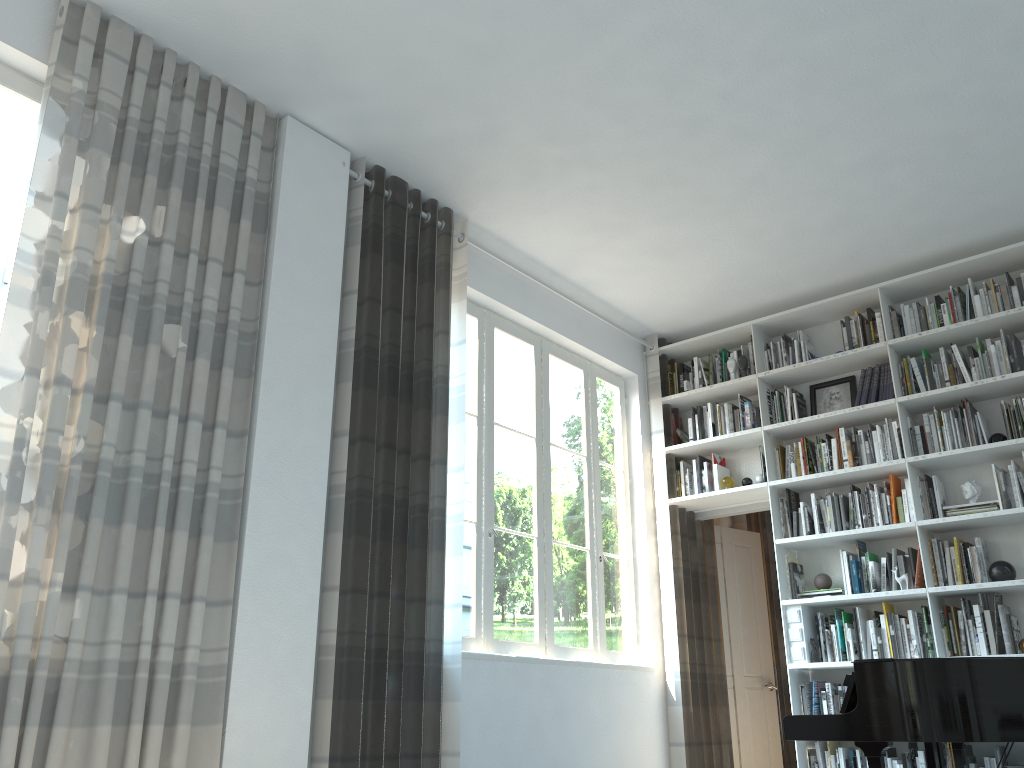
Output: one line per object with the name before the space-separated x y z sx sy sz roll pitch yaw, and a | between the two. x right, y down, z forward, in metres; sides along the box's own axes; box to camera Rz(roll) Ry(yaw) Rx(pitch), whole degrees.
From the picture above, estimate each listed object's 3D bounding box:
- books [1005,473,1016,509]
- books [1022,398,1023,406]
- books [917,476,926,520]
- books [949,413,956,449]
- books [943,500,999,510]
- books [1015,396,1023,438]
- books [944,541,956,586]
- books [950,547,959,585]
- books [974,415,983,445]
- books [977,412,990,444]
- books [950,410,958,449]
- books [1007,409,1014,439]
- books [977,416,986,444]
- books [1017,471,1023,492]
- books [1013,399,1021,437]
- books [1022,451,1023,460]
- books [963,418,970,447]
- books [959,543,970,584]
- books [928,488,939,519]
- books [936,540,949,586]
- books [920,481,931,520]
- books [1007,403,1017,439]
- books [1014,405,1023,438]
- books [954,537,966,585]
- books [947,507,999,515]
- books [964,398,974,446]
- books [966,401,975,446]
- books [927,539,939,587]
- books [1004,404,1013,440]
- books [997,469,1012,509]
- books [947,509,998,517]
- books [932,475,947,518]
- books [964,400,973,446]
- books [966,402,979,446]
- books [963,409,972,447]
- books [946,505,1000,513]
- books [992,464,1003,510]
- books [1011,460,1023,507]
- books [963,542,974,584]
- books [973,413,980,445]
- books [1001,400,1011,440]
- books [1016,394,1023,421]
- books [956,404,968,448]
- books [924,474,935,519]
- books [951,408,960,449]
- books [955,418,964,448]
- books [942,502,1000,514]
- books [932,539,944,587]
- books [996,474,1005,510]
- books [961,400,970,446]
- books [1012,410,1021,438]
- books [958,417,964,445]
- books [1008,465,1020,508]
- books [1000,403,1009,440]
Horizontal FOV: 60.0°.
books | 2.771 0.617 4.890 0.024 0.226 0.138 -16 -26 37
books | 2.868 0.217 4.897 0.013 0.243 0.189 -16 -26 37
books | 2.413 0.693 5.169 0.012 0.284 0.160 -16 -26 37
books | 2.586 0.308 5.148 0.011 0.255 0.152 -16 -26 37
books | 2.596 0.694 4.994 0.285 0.012 0.160 -14 -25 33
books | 2.851 0.218 4.944 0.005 0.274 0.157 -16 -26 37
books | 2.473 1.024 4.979 0.036 0.262 0.167 -16 -26 37
books | 2.499 1.034 4.957 0.025 0.227 0.153 -16 -26 37
books | 2.690 0.299 5.072 0.012 0.217 0.151 -16 -26 37
books | 2.703 0.284 5.053 0.031 0.231 0.148 -16 -26 37
books | 2.583 0.299 5.132 0.009 0.260 0.180 -16 -26 37
books | 2.816 0.259 4.968 0.013 0.215 0.150 -16 -26 37
books | 2.695 0.300 5.064 0.004 0.208 0.132 -16 -26 37
books | 2.819 0.599 4.840 0.048 0.224 0.150 -16 -26 37
books | 2.847 0.228 4.958 0.009 0.265 0.150 -16 -26 37
books | 2.836 0.541 4.835 0.010 0.328 0.174 -16 -26 37
books | 2.643 0.315 5.113 0.012 0.216 0.133 -16 -26 37
books | 2.535 1.016 4.932 0.014 0.243 0.153 -16 -26 37
books | 2.458 0.716 5.123 0.034 0.209 0.136 -16 -26 37
books | 2.454 1.028 5.004 0.026 0.274 0.155 -16 -26 37
books | 2.423 0.701 5.150 0.024 0.256 0.134 -16 -26 37
books | 2.806 0.240 4.947 0.005 0.235 0.179 -16 -26 37
books | 2.833 0.241 4.921 0.006 0.215 0.181 -16 -26 37
books | 2.506 1.001 4.934 0.026 0.273 0.190 -16 -26 37
books | 2.595 0.727 4.980 0.254 0.012 0.161 -14 -25 32
books | 2.658 0.253 5.110 0.005 0.329 0.162 -16 -26 37
books | 2.661 0.263 5.101 0.005 0.304 0.163 -16 -26 37
books | 2.414 1.037 5.043 0.012 0.284 0.160 -16 -26 37
books | 2.798 0.245 4.965 0.005 0.239 0.174 -16 -26 37
books | 2.732 0.606 4.889 0.030 0.246 0.174 -16 -26 37
books | 2.596 0.739 4.977 0.254 0.012 0.161 -14 -25 33
books | 2.475 0.676 5.114 0.021 0.276 0.137 -16 -26 37
books | 2.656 0.262 5.112 0.005 0.315 0.157 -16 -26 37
books | 2.658 0.264 5.076 0.011 0.286 0.189 -16 -26 37
books | 2.642 0.286 5.098 0.010 0.260 0.158 -16 -26 37
books | 2.598 0.717 4.987 0.254 0.012 0.161 -15 -25 34
books | 2.712 0.597 4.918 0.012 0.284 0.160 -16 -26 37
books | 2.785 0.573 4.857 0.012 0.285 0.167 -16 -26 37
books | 2.561 1.014 4.932 0.028 0.246 0.143 -16 -26 37
books | 2.687 0.294 5.086 0.009 0.236 0.135 -16 -26 37
books | 2.805 0.239 4.998 0.012 0.274 0.129 -16 -26 37
books | 2.872 0.211 4.943 0.033 0.286 0.155 -16 -26 37
books | 2.619 0.276 5.114 0.011 0.290 0.177 -16 -26 37
books | 2.447 0.683 5.159 0.011 0.296 0.136 -16 -26 37
books | 2.594 0.290 5.133 0.011 0.278 0.169 -16 -26 37
books | 2.598 0.318 5.110 0.011 0.208 0.181 -16 -26 37
books | 2.599 0.706 4.993 0.285 0.012 0.160 -18 -27 38
books | 2.432 1.028 5.018 0.025 0.283 0.145 -16 -26 37
books | 2.729 0.623 4.912 0.010 0.231 0.155 -16 -26 37
books | 2.642 0.262 5.118 0.004 0.319 0.153 -16 -26 37
books | 2.834 0.259 4.946 0.011 0.199 0.163 -16 -26 37
books | 2.623 0.314 5.124 0.011 0.225 0.130 -16 -26 37
books | 2.780 0.589 4.872 0.022 0.266 0.151 -16 -26 37
books | 2.794 0.249 4.994 0.005 0.253 0.161 -16 -26 37
